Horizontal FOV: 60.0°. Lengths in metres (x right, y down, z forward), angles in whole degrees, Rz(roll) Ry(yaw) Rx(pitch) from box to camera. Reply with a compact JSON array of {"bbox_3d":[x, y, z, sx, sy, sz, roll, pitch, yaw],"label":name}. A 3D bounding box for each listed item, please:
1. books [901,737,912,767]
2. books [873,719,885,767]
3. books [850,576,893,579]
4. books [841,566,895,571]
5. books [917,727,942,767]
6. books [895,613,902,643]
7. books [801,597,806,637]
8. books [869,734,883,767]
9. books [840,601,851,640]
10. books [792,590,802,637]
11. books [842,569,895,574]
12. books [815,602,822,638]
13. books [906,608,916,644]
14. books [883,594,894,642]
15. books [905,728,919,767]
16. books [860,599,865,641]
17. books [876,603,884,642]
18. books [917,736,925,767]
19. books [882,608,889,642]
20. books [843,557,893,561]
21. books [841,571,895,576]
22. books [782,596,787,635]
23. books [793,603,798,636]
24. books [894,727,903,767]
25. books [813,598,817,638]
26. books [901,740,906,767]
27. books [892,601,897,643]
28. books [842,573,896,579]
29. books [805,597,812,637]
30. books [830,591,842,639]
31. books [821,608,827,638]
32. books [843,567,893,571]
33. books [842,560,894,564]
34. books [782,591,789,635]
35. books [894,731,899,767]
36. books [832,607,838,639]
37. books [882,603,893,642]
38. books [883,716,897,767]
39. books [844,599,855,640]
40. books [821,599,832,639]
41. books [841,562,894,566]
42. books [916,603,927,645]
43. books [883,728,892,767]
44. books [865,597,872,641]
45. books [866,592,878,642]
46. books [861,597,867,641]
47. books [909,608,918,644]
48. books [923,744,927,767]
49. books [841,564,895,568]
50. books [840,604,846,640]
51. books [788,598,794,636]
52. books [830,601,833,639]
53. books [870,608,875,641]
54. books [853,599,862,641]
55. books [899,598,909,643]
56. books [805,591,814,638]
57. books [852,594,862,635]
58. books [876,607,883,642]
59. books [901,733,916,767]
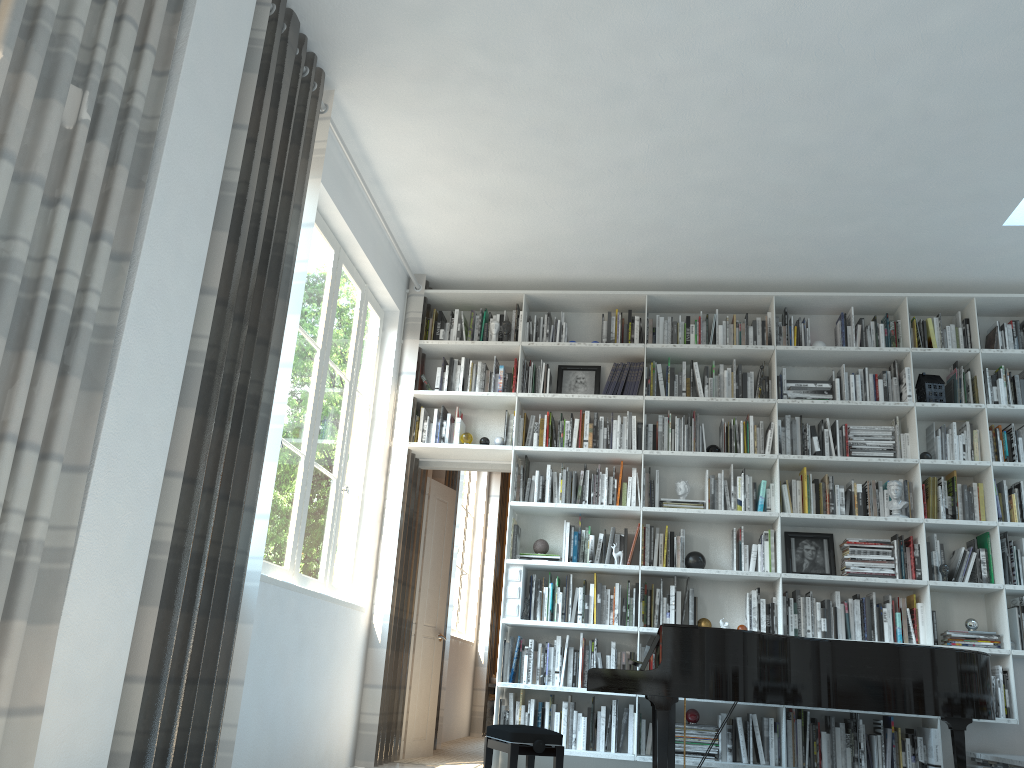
[{"bbox_3d":[2.265,2.150,5.118,0.022,0.204,0.192,1,-19,8],"label":"books"},{"bbox_3d":[2.133,2.105,5.149,0.011,0.291,0.184,1,-19,8],"label":"books"},{"bbox_3d":[2.192,1.203,5.464,0.254,0.012,0.161,1,-19,10],"label":"books"},{"bbox_3d":[2.197,1.148,5.487,0.285,0.012,0.160,1,-19,8],"label":"books"},{"bbox_3d":[2.381,2.103,5.054,0.038,0.268,0.278,1,-19,8],"label":"books"},{"bbox_3d":[2.309,1.476,5.336,0.023,0.182,0.169,1,-19,8],"label":"books"},{"bbox_3d":[1.778,1.442,5.449,0.024,0.246,0.132,1,-18,8],"label":"books"},{"bbox_3d":[2.110,2.143,5.137,0.029,0.209,0.171,1,-19,8],"label":"books"},{"bbox_3d":[2.029,1.450,5.401,0.031,0.236,0.159,1,-19,8],"label":"books"},{"bbox_3d":[1.755,1.424,5.464,0.027,0.289,0.141,1,-18,8],"label":"books"},{"bbox_3d":[2.194,1.166,5.469,0.285,0.012,0.160,0,-19,13],"label":"books"},{"bbox_3d":[1.858,1.451,5.409,0.023,0.216,0.175,1,-19,8],"label":"books"},{"bbox_3d":[2.379,1.465,5.331,0.042,0.211,0.169,1,-19,8],"label":"books"},{"bbox_3d":[2.283,1.429,5.373,0.014,0.292,0.138,1,-18,8],"label":"books"},{"bbox_3d":[2.312,2.128,5.122,0.013,0.255,0.177,1,-19,8],"label":"books"},{"bbox_3d":[2.116,1.447,5.396,0.011,0.250,0.159,1,-19,8],"label":"books"},{"bbox_3d":[2.221,1.456,5.373,0.014,0.234,0.154,1,-19,8],"label":"books"},{"bbox_3d":[2.330,2.145,5.107,0.029,0.217,0.191,1,-19,8],"label":"books"},{"bbox_3d":[2.237,1.466,5.355,0.023,0.203,0.168,1,-19,8],"label":"books"},{"bbox_3d":[2.199,1.099,5.492,0.254,0.012,0.161,3,-19,4],"label":"books"},{"bbox_3d":[2.194,1.181,5.474,0.285,0.012,0.160,2,-19,7],"label":"books"},{"bbox_3d":[1.663,1.440,5.460,0.029,0.243,0.154,1,-19,8],"label":"books"},{"bbox_3d":[1.725,1.456,5.439,0.024,0.207,0.170,1,-19,8],"label":"books"},{"bbox_3d":[2.227,2.124,5.132,0.011,0.257,0.172,1,-19,8],"label":"books"},{"bbox_3d":[1.839,1.445,5.437,0.021,0.243,0.142,1,-19,8],"label":"books"},{"bbox_3d":[2.243,2.160,5.128,0.024,0.190,0.155,1,-19,8],"label":"books"},{"bbox_3d":[2.297,1.450,5.373,0.014,0.255,0.145,1,-18,8],"label":"books"},{"bbox_3d":[2.192,1.189,5.461,0.285,0.012,0.160,3,-19,4],"label":"books"},{"bbox_3d":[1.801,1.438,5.428,0.027,0.245,0.180,1,-19,8],"label":"books"},{"bbox_3d":[1.979,1.423,5.416,0.026,0.290,0.152,1,-18,8],"label":"books"},{"bbox_3d":[1.881,1.465,5.395,0.029,0.183,0.175,1,-19,8],"label":"books"},{"bbox_3d":[2.195,1.155,5.473,0.254,0.012,0.161,3,-19,4],"label":"books"},{"bbox_3d":[2.198,1.110,5.487,0.285,0.012,0.160,0,-19,13],"label":"books"},{"bbox_3d":[1.683,1.423,5.455,0.011,0.274,0.146,1,-18,8],"label":"books"},{"bbox_3d":[2.209,2.138,5.146,0.028,0.238,0.140,1,-19,8],"label":"books"},{"bbox_3d":[1.950,1.463,5.392,0.023,0.195,0.165,1,-19,8],"label":"books"},{"bbox_3d":[2.261,1.453,5.356,0.023,0.233,0.175,1,-19,8],"label":"books"},{"bbox_3d":[2.188,2.093,5.138,0.013,0.316,0.187,1,-19,8],"label":"books"},{"bbox_3d":[2.059,1.447,5.414,0.025,0.253,0.136,1,-18,8],"label":"books"},{"bbox_3d":[1.913,1.443,5.406,0.029,0.237,0.166,1,-19,8],"label":"books"},{"bbox_3d":[2.198,1.124,5.490,0.285,0.012,0.160,1,-19,10],"label":"books"},{"bbox_3d":[2.438,1.449,5.324,0.033,0.245,0.177,1,-19,8],"label":"books"},{"bbox_3d":[2.157,2.122,5.129,0.044,0.250,0.187,1,-19,8],"label":"books"},{"bbox_3d":[2.143,1.436,5.377,0.028,0.263,0.162,1,-19,8],"label":"books"},{"bbox_3d":[2.185,1.423,5.381,0.012,0.295,0.178,1,-19,8],"label":"books"},{"bbox_3d":[2.125,1.439,5.386,0.010,0.260,0.182,1,-19,8],"label":"books"},{"bbox_3d":[2.405,1.464,5.329,0.011,0.215,0.166,1,-19,8],"label":"books"},{"bbox_3d":[2.357,2.166,5.110,0.023,0.181,0.149,1,-19,8],"label":"books"},{"bbox_3d":[2.197,1.136,5.489,0.285,0.012,0.160,1,-19,9],"label":"books"},{"bbox_3d":[2.003,1.460,5.409,0.025,0.219,0.140,1,-19,8],"label":"books"},{"bbox_3d":[1.699,1.440,5.436,0.027,0.233,0.168,1,-19,8],"label":"books"},{"bbox_3d":[1.935,1.450,5.412,0.013,0.229,0.139,1,-19,8],"label":"books"},{"bbox_3d":[2.167,1.470,5.378,0.021,0.202,0.129,1,-19,8],"label":"books"},{"bbox_3d":[2.081,1.443,5.383,0.026,0.244,0.192,1,-19,8],"label":"books"},{"bbox_3d":[2.348,1.439,5.356,0.026,0.271,0.175,1,-19,8],"label":"books"},{"bbox_3d":[1.821,1.420,5.428,0.013,0.281,0.167,1,-19,8],"label":"books"},{"bbox_3d":[2.105,1.432,5.409,0.014,0.285,0.135,1,-18,8],"label":"books"},{"bbox_3d":[2.200,1.465,5.362,0.024,0.206,0.184,1,-19,8],"label":"books"},{"bbox_3d":[2.292,2.144,5.128,0.028,0.227,0.162,1,-19,8],"label":"books"}]
